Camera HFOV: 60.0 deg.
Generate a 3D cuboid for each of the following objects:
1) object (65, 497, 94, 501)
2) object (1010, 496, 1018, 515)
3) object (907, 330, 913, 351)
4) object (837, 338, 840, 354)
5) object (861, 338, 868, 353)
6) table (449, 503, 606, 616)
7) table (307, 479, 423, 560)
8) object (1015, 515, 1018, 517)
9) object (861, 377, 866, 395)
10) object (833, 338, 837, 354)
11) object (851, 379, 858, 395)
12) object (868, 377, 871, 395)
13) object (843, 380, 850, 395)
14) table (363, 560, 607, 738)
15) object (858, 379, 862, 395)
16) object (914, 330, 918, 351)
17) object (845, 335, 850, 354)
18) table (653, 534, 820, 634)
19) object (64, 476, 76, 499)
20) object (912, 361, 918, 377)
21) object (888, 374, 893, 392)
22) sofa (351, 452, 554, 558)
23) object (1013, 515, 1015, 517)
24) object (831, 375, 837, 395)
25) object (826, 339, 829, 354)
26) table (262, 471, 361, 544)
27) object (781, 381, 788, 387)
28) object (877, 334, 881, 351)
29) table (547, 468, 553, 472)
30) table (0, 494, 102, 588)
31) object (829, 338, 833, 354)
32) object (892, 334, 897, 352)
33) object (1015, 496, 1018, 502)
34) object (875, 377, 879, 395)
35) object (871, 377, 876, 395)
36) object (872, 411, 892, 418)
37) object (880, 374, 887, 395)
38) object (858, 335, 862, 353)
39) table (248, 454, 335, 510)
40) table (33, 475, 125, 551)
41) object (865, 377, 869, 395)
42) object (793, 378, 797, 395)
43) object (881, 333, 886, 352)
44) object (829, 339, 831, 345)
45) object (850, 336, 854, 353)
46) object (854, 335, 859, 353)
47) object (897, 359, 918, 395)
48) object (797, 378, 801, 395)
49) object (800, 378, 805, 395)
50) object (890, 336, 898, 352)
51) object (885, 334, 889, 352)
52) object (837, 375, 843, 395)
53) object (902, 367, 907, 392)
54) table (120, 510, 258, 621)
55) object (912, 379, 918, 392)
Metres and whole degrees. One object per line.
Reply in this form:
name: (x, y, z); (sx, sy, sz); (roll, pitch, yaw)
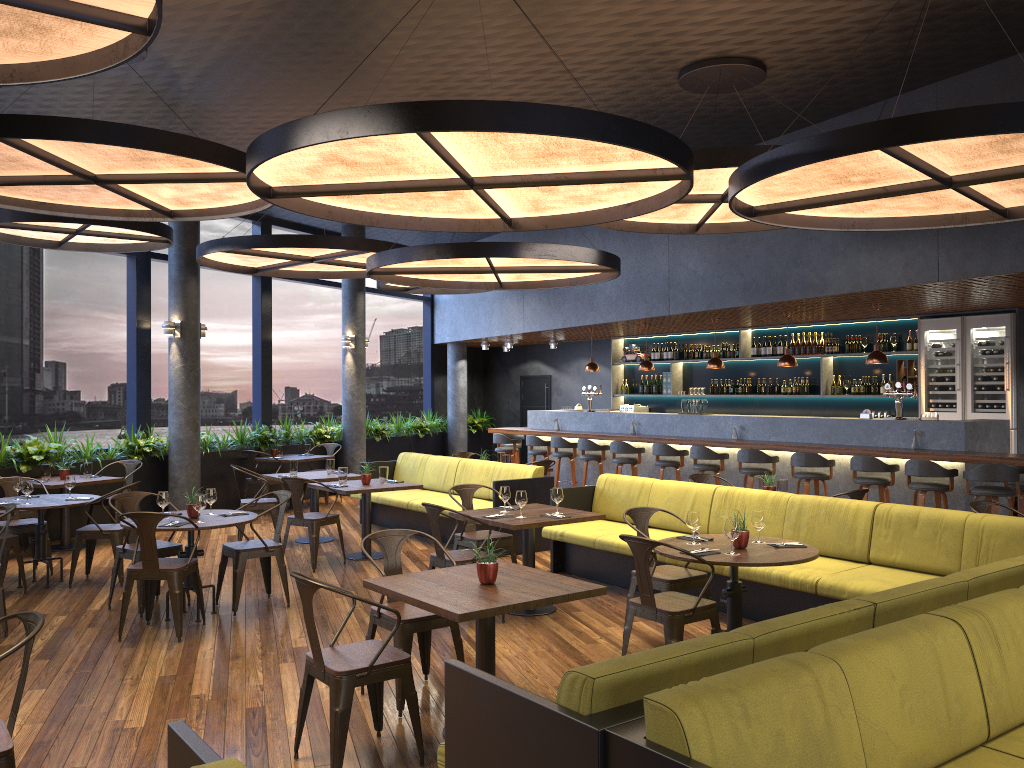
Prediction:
object: (-3.980, 1.050, 8.118); (0.255, 0.019, 0.157); (0, 0, -6)
object: (5.936, 1.468, 10.826); (0.277, 0.206, 0.416); (0, 0, -34)
object: (5.271, -0.570, 11.742); (0.079, 0.281, 0.079); (0, 0, -28)
object: (4.624, -0.535, 12.588); (0.056, 0.227, 0.056); (0, 0, -35)
object: (4.845, -0.529, 12.193); (0.097, 0.206, 0.097); (0, 0, 22)
table: (0.116, 1.415, 7.090); (0.906, 0.763, 0.887); (0, -1, -37)
table: (-1.550, 1.437, 9.344); (0.887, 0.763, 0.906); (0, -1, -37)
object: (5.926, 1.694, 10.815); (0.277, 0.206, 0.416); (0, -1, -44)
object: (4.826, 0.027, 12.181); (0.063, 0.254, 0.063); (0, 0, -34)
object: (4.575, -0.535, 12.551); (0.056, 0.227, 0.056); (-1, -1, 40)
object: (4.755, 0.043, 12.302); (0.088, 0.224, 0.088); (0, 0, 23)
object: (4.948, 0.027, 12.290); (0.063, 0.254, 0.063); (0, 0, 16)
object: (4.691, 0.053, 12.431); (0.097, 0.206, 0.097); (0, 0, 22)
table: (-0.149, 1.398, 4.524); (0.887, 0.763, 0.906); (0, -1, -37)
object: (4.852, 0.043, 12.355); (0.088, 0.224, 0.088); (0, -1, -42)
object: (5.328, -0.571, 11.666); (0.079, 0.281, 0.079); (0, 0, 22)
object: (4.688, -0.550, 12.382); (0.063, 0.254, 0.063); (0, -1, -40)
table: (1.389, 1.398, 5.536); (1.007, 0.760, 1.007); (0, 0, 1)
object: (-4.107, 0.957, 8.239); (0.097, 0.206, 0.097); (0, 0, -32)
object: (5.308, -0.201, 11.649); (0.097, 0.206, 0.097); (0, 0, 3)
object: (5.103, 0.010, 11.969); (0.079, 0.281, 0.079); (0, -1, -43)
sofa: (-0.838, 1.368, 10.651); (0.966, 0.914, 3.061); (0, -1, -37)
object: (6.067, 1.673, 10.722); (0.056, 0.205, 0.056); (-1, -1, 44)
object: (4.592, 0.018, 12.654); (0.079, 0.281, 0.079); (0, 0, -33)
object: (4.502, -0.534, 12.649); (0.056, 0.227, 0.056); (0, 0, 15)
table: (-2.327, 1.448, 10.382); (0.906, 0.763, 0.887); (0, -1, -37)
object: (4.123, 0.062, 13.405); (0.097, 0.206, 0.097); (0, 0, -5)
object: (4.994, -0.554, 12.053); (0.063, 0.254, 0.063); (0, 0, 5)
table: (-0.107, 1.444, 11.227); (0.906, 0.763, 0.887); (0, -1, -37)
table: (-4.289, 1.439, 8.075); (1.007, 0.760, 1.007); (0, -1, -43)
object: (4.538, -0.534, 12.601); (0.056, 0.227, 0.056); (0, 0, 30)
object: (5.175, -0.555, 11.986); (0.063, 0.254, 0.063); (0, 0, -29)
object: (6.111, 1.448, 10.743); (0.056, 0.205, 0.057); (0, 0, 28)
object: (5.003, 0.026, 12.174); (0.063, 0.254, 0.063); (0, 0, -29)
object: (4.941, 0.026, 12.117); (0.063, 0.254, 0.063); (0, 0, 16)
object: (5.049, 0.619, 12.059); (0.204, 0.492, 0.310); (0, -1, -37)
object: (5.047, 0.010, 12.044); (0.079, 0.281, 0.079); (0, 0, 27)
object: (4.842, -0.551, 12.346); (0.063, 0.254, 0.063); (-1, -1, 40)
table: (-3.285, 1.472, 13.243); (0.887, 0.763, 0.906); (0, 0, 27)
table: (-5.040, 1.456, 9.968); (0.887, 0.763, 0.906); (0, 0, 27)
object: (4.886, 0.027, 12.234); (0.063, 0.254, 0.063); (0, 0, -9)
object: (4.167, 0.036, 13.060); (0.063, 0.254, 0.063); (0, -1, -44)
object: (5.002, -0.554, 11.941); (0.063, 0.254, 0.063); (0, 0, -9)
object: (4.551, -0.534, 12.685); (0.056, 0.227, 0.056); (0, 0, -35)
object: (4.772, -0.550, 12.437); (0.063, 0.254, 0.063); (0, 0, 15)
object: (4.767, -0.551, 12.289); (0.063, 0.254, 0.063); (0, 0, 25)
object: (5.263, -0.090, 11.706); (0.161, 0.475, 0.300); (0, -1, -37)
object: (4.244, 0.036, 13.119); (0.063, 0.254, 0.063); (0, 0, -9)
object: (4.254, 0.035, 12.985); (0.063, 0.254, 0.063); (0, 0, -30)
object: (5.109, -0.532, 11.867); (0.097, 0.206, 0.097); (0, 0, 22)
object: (5.074, -0.554, 12.013); (0.063, 0.254, 0.063); (0, 0, 16)
object: (4.647, 0.017, 12.579); (0.079, 0.281, 0.079); (0, 0, 32)
object: (5.221, -0.044, 11.764); (0.091, 0.369, 0.092); (0, 0, 22)
table: (-2.496, 1.424, 6.896); (1.007, 0.760, 1.007); (-1, -1, 41)
object: (5.309, 0.032, 11.647); (0.097, 0.206, 0.097); (0, 0, 3)
